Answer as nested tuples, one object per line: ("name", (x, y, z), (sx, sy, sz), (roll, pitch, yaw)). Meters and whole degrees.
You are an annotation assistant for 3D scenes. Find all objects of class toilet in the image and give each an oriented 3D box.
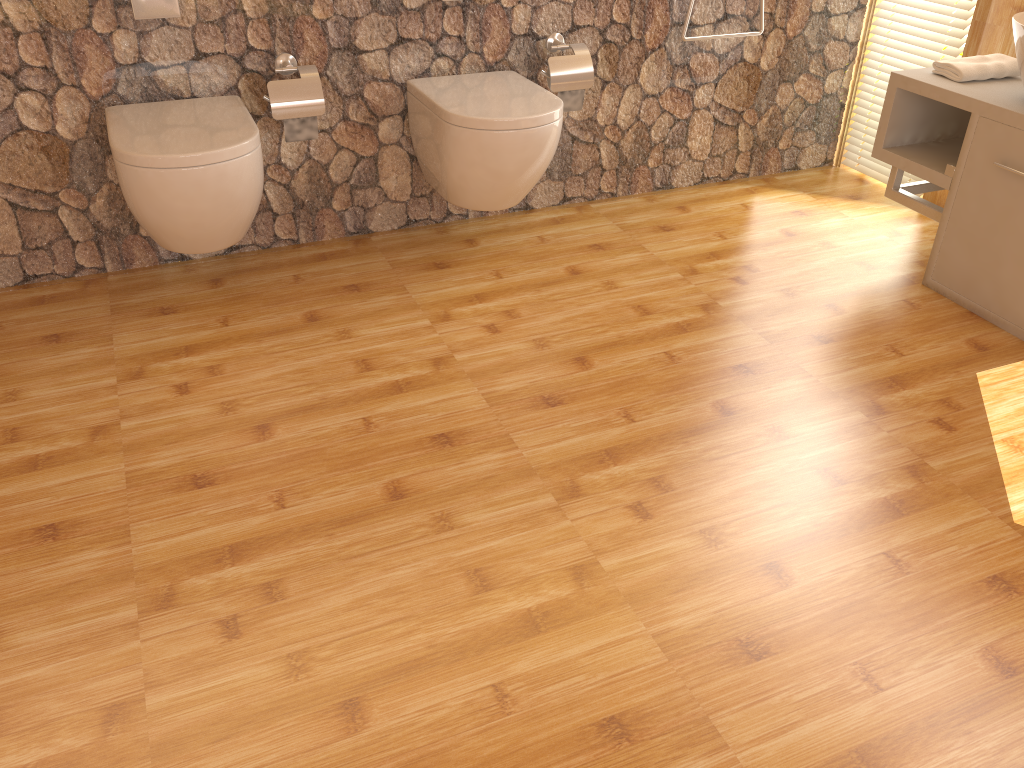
("toilet", (-0.879, -0.548, 2.450), (0.371, 0.337, 0.507), (-12, 35, -19))
("toilet", (-0.067, -0.725, 2.743), (0.371, 0.337, 0.507), (-12, 35, -19))

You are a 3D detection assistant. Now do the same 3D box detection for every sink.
("sink", (1.597, -0.887, 2.239), (0.533, 0.409, 0.634), (-12, 35, -19))

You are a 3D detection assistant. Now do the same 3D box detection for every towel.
("towel", (1.402, -0.953, 2.667), (0.225, 0.048, 0.140), (-9, 34, -15))

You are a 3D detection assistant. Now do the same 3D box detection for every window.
("window", (2.292, -0.845, 1.593), (0.010, 2.164, 3.964), (-12, 35, -19))

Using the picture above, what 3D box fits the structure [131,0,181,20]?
("structure", (-0.969, -1.086, 2.375), (0.120, 0.200, 0.010), (-12, 35, -19))

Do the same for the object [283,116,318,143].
("object", (-0.633, -0.799, 2.611), (0.098, 0.151, 0.090), (-12, 35, -19))

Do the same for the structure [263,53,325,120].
("structure", (-0.647, -0.870, 2.588), (0.170, 0.151, 0.154), (-12, 35, -19))

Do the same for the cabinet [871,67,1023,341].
("cabinet", (1.596, -0.478, 2.509), (0.517, 0.570, 1.136), (-12, 35, -19))

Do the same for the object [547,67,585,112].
("object", (0.176, -0.975, 2.904), (0.098, 0.151, 0.090), (-12, 35, -19))

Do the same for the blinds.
("blinds", (1.472, -1.721, 2.908), (0.042, 2.178, 0.420), (-12, 35, -19))

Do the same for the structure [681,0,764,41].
("structure", (0.706, -1.365, 2.960), (0.332, 0.387, 0.133), (-12, 35, -19))

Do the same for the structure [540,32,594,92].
("structure", (0.162, -1.046, 2.880), (0.170, 0.151, 0.154), (-12, 35, -19))
